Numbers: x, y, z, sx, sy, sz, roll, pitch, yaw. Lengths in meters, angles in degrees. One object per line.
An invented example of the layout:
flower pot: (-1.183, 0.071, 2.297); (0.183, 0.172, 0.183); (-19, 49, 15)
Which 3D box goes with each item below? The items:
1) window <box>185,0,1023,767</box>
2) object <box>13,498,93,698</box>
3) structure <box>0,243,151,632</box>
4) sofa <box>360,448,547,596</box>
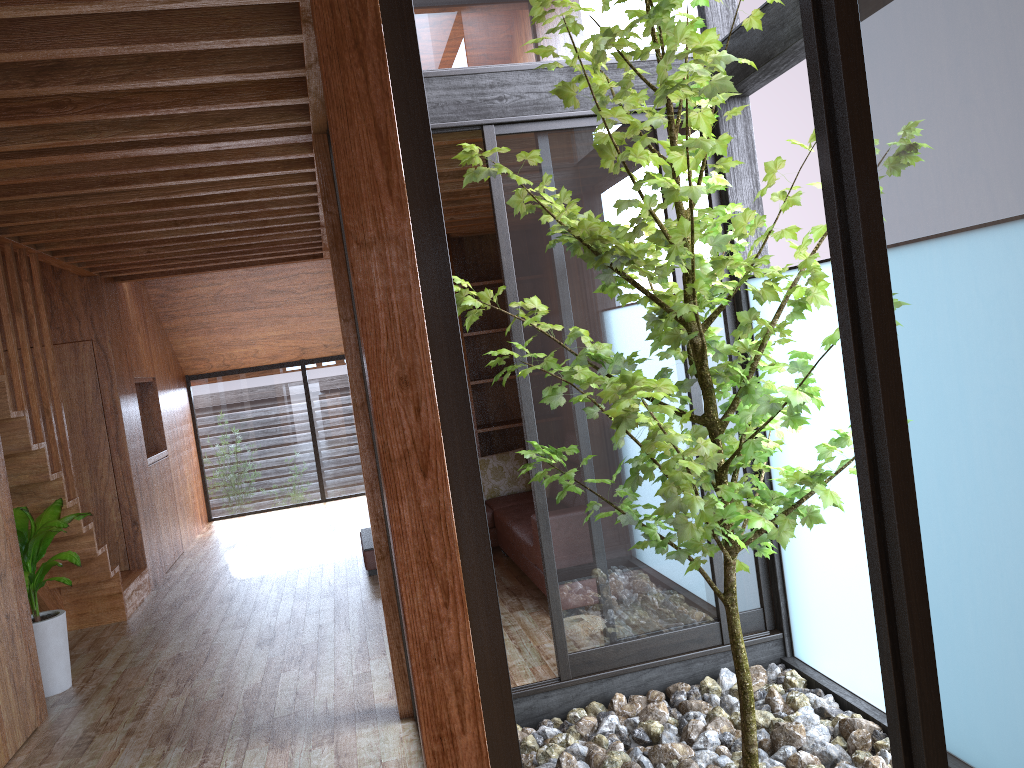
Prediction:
window: (-0.964, -0.755, 2.752); (4.117, 5.134, 13.917); (-9, 3, -11)
object: (-2.433, 1.038, 4.452); (0.677, 1.031, 0.629); (-9, 3, -22)
structure: (-2.949, 0.439, 5.157); (0.832, 2.299, 2.439); (-9, 3, -11)
sofa: (-0.113, 0.797, 5.638); (1.705, 0.760, 2.496); (-9, 3, -11)
